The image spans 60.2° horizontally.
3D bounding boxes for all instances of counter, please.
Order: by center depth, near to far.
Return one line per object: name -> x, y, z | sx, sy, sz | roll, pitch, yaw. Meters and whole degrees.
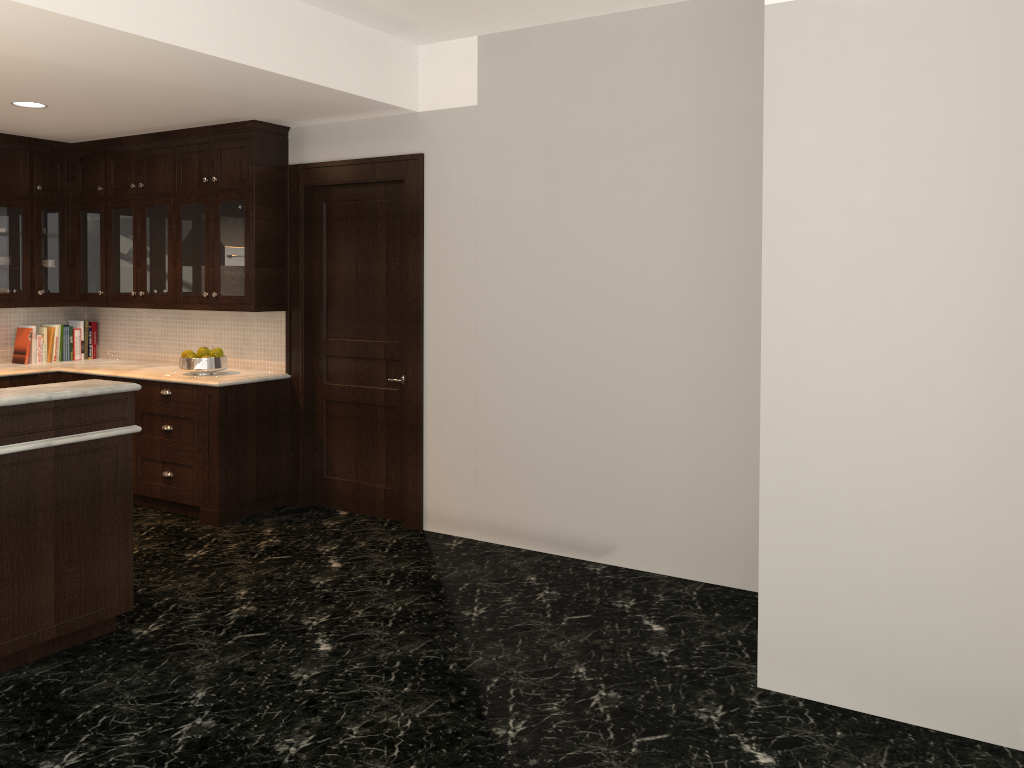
counter -> -2.504, 0.140, 2.739 | 0.328, 0.032, 2.866 | 4, 8, 31
counter -> -2.819, 0.301, 2.925 | 1.055, 0.032, 2.881 | 4, 8, 31
counter -> -3.369, 0.034, 5.205 | 2.318, 0.032, 3.382 | 4, 8, 31

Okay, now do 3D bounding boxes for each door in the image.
door -> -1.005, -0.227, 5.825 | 0.864, 2.180, 0.109 | 1, 2, 31

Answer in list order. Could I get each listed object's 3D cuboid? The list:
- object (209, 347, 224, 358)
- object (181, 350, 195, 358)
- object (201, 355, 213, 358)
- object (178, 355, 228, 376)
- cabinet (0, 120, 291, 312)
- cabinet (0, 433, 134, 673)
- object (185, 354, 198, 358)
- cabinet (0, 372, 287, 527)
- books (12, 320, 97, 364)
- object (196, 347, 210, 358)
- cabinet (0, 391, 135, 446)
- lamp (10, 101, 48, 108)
object -> -1.994, -0.197, 5.954 | 0.093, 0.098, 0.091 | 0, 4, 2
object -> -2.189, -0.181, 5.969 | 0.091, 0.098, 0.093 | 0, 4, -2
object -> -2.039, -0.145, 5.908 | 0.091, 0.097, 0.092 | -2, 4, -29
object -> -2.091, -0.128, 5.984 | 0.318, 0.122, 0.320 | 3, 7, 25
cabinet -> -3.367, -1.037, 5.187 | 2.310, 1.251, 3.381 | 4, 7, 31
cabinet -> -2.822, 0.741, 2.939 | 1.027, 0.909, 2.859 | 3, 7, 31
object -> -2.141, -0.156, 5.912 | 0.100, 0.096, 0.091 | -3, 5, -41
cabinet -> -3.371, 0.490, 5.215 | 2.318, 0.878, 3.382 | 4, 7, 31
books -> -3.570, -0.334, 6.903 | 0.194, 0.310, 0.605 | 2, 6, 30
object -> -2.082, -0.203, 5.964 | 0.095, 0.099, 0.092 | 1, 4, 8
cabinet -> -2.510, 0.233, 2.732 | 0.293, 0.152, 2.848 | 4, 7, 31
lamp -> -2.887, -1.735, 5.279 | 0.198, 0.136, 0.198 | -2, 5, -24
